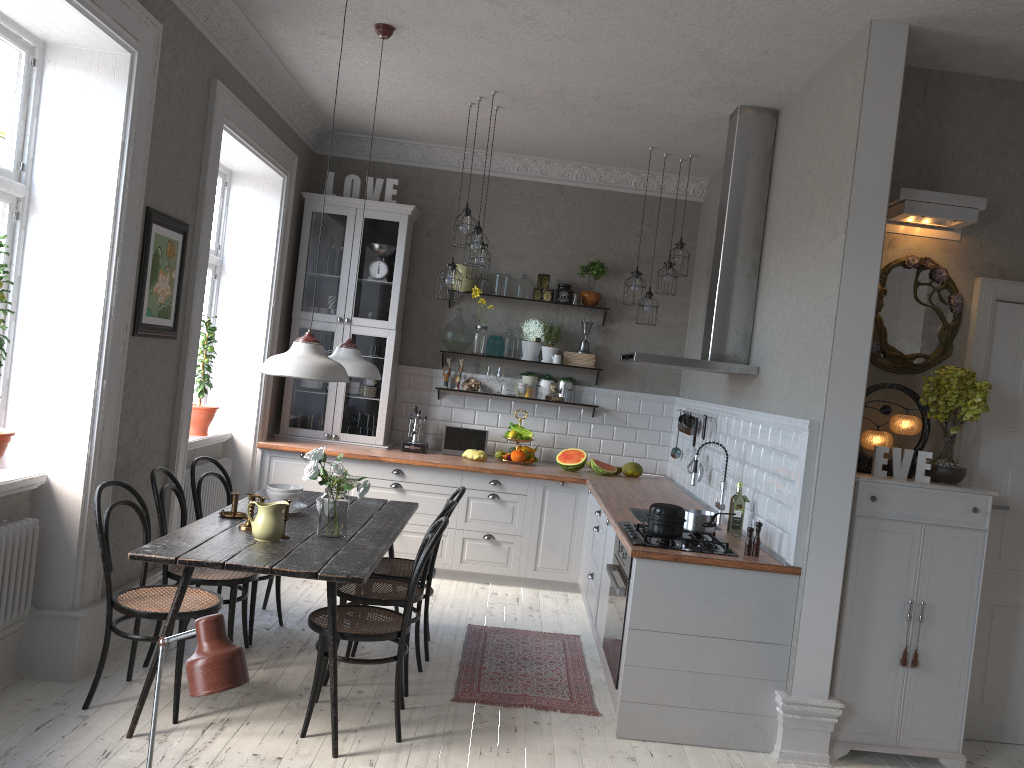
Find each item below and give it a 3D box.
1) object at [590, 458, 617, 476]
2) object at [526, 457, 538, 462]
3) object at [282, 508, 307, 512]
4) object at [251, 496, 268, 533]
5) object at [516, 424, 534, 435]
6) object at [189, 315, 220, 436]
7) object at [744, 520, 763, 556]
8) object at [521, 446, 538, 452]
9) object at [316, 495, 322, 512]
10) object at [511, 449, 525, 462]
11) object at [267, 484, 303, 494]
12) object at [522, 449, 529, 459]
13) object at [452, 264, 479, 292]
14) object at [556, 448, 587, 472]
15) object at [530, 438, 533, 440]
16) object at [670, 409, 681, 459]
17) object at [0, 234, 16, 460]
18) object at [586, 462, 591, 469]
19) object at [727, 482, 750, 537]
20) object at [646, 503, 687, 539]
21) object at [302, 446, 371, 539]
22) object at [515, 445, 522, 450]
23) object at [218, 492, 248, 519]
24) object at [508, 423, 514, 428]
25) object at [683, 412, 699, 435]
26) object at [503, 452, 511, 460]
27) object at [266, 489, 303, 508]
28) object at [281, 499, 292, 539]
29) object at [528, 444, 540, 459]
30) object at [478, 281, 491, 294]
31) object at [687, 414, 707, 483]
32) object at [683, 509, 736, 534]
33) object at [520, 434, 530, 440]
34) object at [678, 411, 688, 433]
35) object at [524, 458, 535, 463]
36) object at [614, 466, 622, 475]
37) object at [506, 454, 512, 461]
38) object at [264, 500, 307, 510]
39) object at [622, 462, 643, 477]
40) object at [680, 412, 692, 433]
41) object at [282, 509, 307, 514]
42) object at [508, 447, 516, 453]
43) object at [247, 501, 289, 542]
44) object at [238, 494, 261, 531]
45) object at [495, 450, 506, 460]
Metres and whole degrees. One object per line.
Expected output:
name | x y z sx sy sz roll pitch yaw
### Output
object | 0.712 0.644 6.819 0.227 0.127 0.146 6 1 -19
object | 0.118 0.586 7.081 0.212 0.044 0.055 7 1 37
object | -1.169 0.634 4.519 0.242 0.027 0.233 6 1 -33
object | -1.133 0.584 3.981 0.061 0.172 0.063 7 1 20
object | 0.100 0.373 7.054 0.178 0.096 0.089 7 1 19
object | -2.087 -0.063 5.973 0.255 0.813 0.264 7 1 26
object | 1.128 0.717 4.134 0.073 0.167 0.036 7 1 -2
object | 0.138 0.524 7.039 0.128 0.056 0.059 6 1 -9
object | -0.948 0.621 4.569 0.123 0.119 0.129 7 1 15
object | 0.047 0.555 6.889 0.115 0.110 0.109 6 1 -34
object | -1.162 0.570 4.518 0.181 0.094 0.178 6 1 -10
object | 0.089 0.547 6.966 0.087 0.078 0.089 7 1 25
object | -0.380 -0.843 7.115 0.189 0.216 0.175 7 1 13
object | 0.459 0.590 6.859 0.232 0.174 0.220 7 1 21
object | 0.140 0.433 7.024 0.052 0.050 0.049 7 1 8
object | 1.267 0.382 6.756 0.077 0.378 0.082 7 1 -1
object | -2.081 -0.107 3.490 0.264 0.991 0.276 7 1 38
object | 0.690 0.667 7.089 0.198 0.067 0.103 7 1 5
object | 1.199 0.660 4.667 0.089 0.282 0.081 7 1 -1
object | 0.731 0.648 4.201 0.193 0.147 0.190 6 1 -21
object | -0.813 0.497 4.076 0.312 0.414 0.251 7 1 -3
object | 0.058 0.532 7.078 0.086 0.093 0.086 7 1 -5
object | -1.341 0.584 4.285 0.141 0.112 0.137 6 1 -18
object | 0.009 0.332 6.987 0.074 0.058 0.050 6 1 -24
object | 1.262 0.282 6.238 0.107 0.161 0.138 7 1 16
object | -0.039 0.570 6.994 0.084 0.057 0.090 7 1 31
object | -1.164 0.590 4.518 0.181 0.094 0.178 6 1 -10
object | -1.011 0.601 3.950 0.059 0.167 0.060 7 1 12
object | 0.164 0.533 7.033 0.060 0.120 0.127 7 1 23
object | -0.227 -0.773 7.179 0.103 0.111 0.103 7 1 -1
object | 1.222 0.418 5.870 0.081 0.443 0.329 7 1 1
object | 0.999 0.682 4.440 0.298 0.134 0.178 7 1 33
object | 0.099 0.431 6.993 0.077 0.062 0.099 6 1 -28
object | 1.272 0.279 6.494 0.107 0.161 0.138 7 1 11
object | 0.133 0.599 6.960 0.069 0.051 0.088 6 1 -43
object | 0.808 0.679 6.997 0.204 0.073 0.117 6 1 -38
object | -0.025 0.581 7.010 0.070 0.076 0.226 6 1 -18
object | -1.168 0.626 4.519 0.234 0.027 0.241 7 1 22
object | 0.946 0.673 6.952 0.208 0.119 0.129 6 1 -38
object | 1.272 0.281 6.366 0.108 0.161 0.137 7 1 1
object | -1.170 0.643 4.519 0.235 0.027 0.240 7 1 17
object | 0.026 0.539 7.085 0.077 0.076 0.156 7 1 26
object | -1.066 0.594 3.865 0.153 0.170 0.133 6 1 -40
object | -1.193 0.576 4.050 0.097 0.172 0.094 6 1 -20
object | -0.078 0.562 7.028 0.075 0.072 0.154 7 1 29
